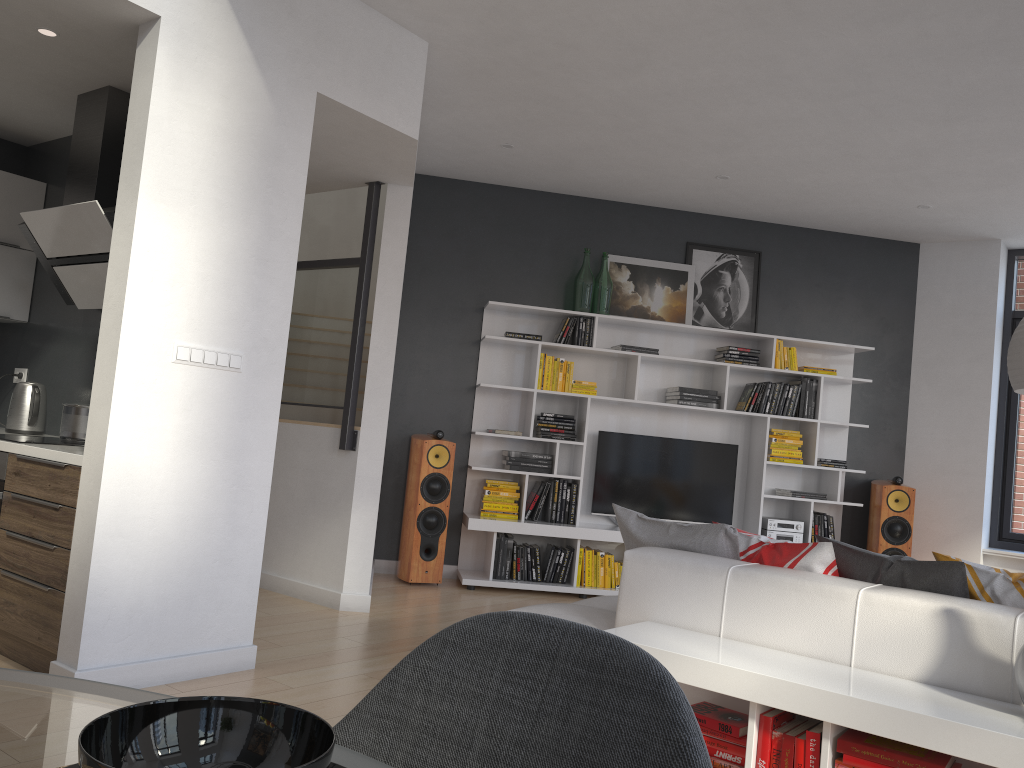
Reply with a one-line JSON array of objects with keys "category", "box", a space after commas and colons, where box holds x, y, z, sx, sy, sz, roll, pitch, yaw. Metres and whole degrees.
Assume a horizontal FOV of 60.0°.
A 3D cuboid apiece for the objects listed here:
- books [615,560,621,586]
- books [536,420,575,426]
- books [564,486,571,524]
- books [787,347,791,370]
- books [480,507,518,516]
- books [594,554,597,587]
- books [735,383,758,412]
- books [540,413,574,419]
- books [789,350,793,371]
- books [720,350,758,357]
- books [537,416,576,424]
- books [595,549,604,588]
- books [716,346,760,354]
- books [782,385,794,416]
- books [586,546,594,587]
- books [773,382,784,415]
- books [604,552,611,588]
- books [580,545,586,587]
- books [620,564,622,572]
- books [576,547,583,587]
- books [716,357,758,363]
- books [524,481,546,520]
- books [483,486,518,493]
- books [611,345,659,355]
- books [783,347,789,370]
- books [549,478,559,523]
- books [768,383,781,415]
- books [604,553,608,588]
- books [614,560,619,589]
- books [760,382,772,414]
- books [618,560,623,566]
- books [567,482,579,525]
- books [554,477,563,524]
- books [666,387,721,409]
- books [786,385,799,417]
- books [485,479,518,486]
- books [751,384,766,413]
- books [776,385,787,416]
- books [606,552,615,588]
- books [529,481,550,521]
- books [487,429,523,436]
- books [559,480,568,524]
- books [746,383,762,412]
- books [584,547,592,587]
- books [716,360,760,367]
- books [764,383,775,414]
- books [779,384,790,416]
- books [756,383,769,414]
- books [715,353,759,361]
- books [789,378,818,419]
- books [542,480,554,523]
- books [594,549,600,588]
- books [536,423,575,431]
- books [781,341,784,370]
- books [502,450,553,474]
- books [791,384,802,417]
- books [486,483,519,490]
[{"category": "books", "box": [0.770, 1.387, 6.459, 0.046, 0.187, 0.134, 6, -4, -8]}, {"category": "books", "box": [0.321, 0.292, 6.588, 0.264, 0.020, 0.189, 6, -4, -4]}, {"category": "books", "box": [0.391, 0.890, 6.568, 0.028, 0.272, 0.200, 6, -4, -8]}, {"category": "books", "box": [2.097, -0.188, 6.805, 0.044, 0.178, 0.128, 6, -4, -8]}, {"category": "books", "box": [-0.099, 0.933, 6.507, 0.269, 0.025, 0.213, 6, -4, -5]}, {"category": "books", "box": [0.586, 1.348, 6.441, 0.042, 0.230, 0.156, 6, -4, -9]}, {"category": "books", "box": [1.794, 0.106, 6.792, 0.104, 0.234, 0.182, 6, -4, -8]}, {"category": "books", "box": [0.334, 0.239, 6.585, 0.246, 0.026, 0.180, 6, -4, 0]}, {"category": "books", "box": [2.115, -0.177, 6.796, 0.046, 0.161, 0.108, 6, -4, -9]}, {"category": "books", "box": [1.741, -0.228, 6.816, 0.246, 0.026, 0.180, 6, -4, -5]}, {"category": "books", "box": [0.326, 0.268, 6.609, 0.284, 0.030, 0.214, 6, -4, 1]}, {"category": "books", "box": [0.631, 1.341, 6.463, 0.055, 0.252, 0.185, 6, -4, -9]}, {"category": "books", "box": [1.740, -0.254, 6.829, 0.266, 0.030, 0.209, 7, -4, -14]}, {"category": "books", "box": [2.083, 0.132, 6.821, 0.071, 0.243, 0.179, 6, -4, -9]}, {"category": "books", "box": [0.568, 1.328, 6.457, 0.038, 0.267, 0.202, 6, -4, -7]}, {"category": "books", "box": [2.012, 0.118, 6.826, 0.066, 0.260, 0.197, 6, -4, -8]}, {"category": "books", "box": [0.685, 1.355, 6.470, 0.043, 0.235, 0.171, 6, -4, -10]}, {"category": "books", "box": [0.503, 1.317, 6.444, 0.048, 0.271, 0.213, 6, -4, -8]}, {"category": "books", "box": [0.789, 1.398, 6.449, 0.049, 0.169, 0.113, 6, -4, -9]}, {"category": "books", "box": [0.468, 1.312, 6.419, 0.029, 0.270, 0.204, 6, -4, -8]}, {"category": "books", "box": [1.729, -0.175, 6.819, 0.264, 0.020, 0.189, 6, -4, -9]}, {"category": "books", "box": [0.148, 0.859, 6.550, 0.142, 0.284, 0.232, 6, -4, -8]}, {"category": "books", "box": [-0.079, 0.775, 6.534, 0.238, 0.023, 0.167, 5, -4, 8]}, {"category": "books", "box": [0.922, -0.247, 6.700, 0.310, 0.047, 0.250, 7, -4, -12]}, {"category": "books", "box": [2.076, -0.190, 6.810, 0.054, 0.180, 0.132, 6, -4, -8]}, {"category": "books", "box": [0.298, 0.860, 6.560, 0.034, 0.314, 0.237, 6, -4, -8]}, {"category": "books", "box": [1.979, 0.119, 6.821, 0.084, 0.249, 0.191, 6, -4, -8]}, {"category": "books", "box": [0.664, 1.349, 6.447, 0.043, 0.240, 0.169, 6, -4, -9]}, {"category": "books", "box": [0.748, 1.385, 6.463, 0.056, 0.188, 0.138, 6, -4, -8]}, {"category": "books", "box": [1.915, 0.110, 6.814, 0.075, 0.254, 0.192, 6, -4, -9]}, {"category": "books", "box": [0.813, 1.389, 6.468, 0.067, 0.193, 0.148, 6, -4, -7]}, {"category": "books", "box": [0.431, 0.883, 6.576, 0.051, 0.297, 0.230, 6, -4, -8]}, {"category": "books", "box": [0.330, 0.858, 6.568, 0.026, 0.326, 0.237, 6, -4, -8]}, {"category": "books", "box": [1.378, 0.111, 6.767, 0.343, 0.137, 0.277, 7, -4, -13]}, {"category": "books", "box": [2.120, 0.134, 6.837, 0.084, 0.249, 0.191, 6, -4, -8]}, {"category": "books", "box": [-0.079, 0.727, 6.557, 0.234, 0.024, 0.171, 6, -4, -4]}, {"category": "books", "box": [1.859, 0.113, 6.792, 0.081, 0.233, 0.169, 6, -4, -9]}, {"category": "books", "box": [2.037, 0.129, 6.801, 0.069, 0.242, 0.172, 6, -4, -7]}, {"category": "books", "box": [0.715, 1.359, 6.483, 0.056, 0.235, 0.172, 6, -4, -9]}, {"category": "books", "box": [0.202, 0.861, 6.539, 0.100, 0.289, 0.210, 6, -4, -9]}, {"category": "books", "box": [-0.056, 0.357, 6.520, 0.209, 0.030, 0.266, 7, -4, -14]}, {"category": "books", "box": [0.359, 0.867, 6.572, 0.034, 0.315, 0.239, 6, -4, -8]}, {"category": "books", "box": [1.827, 0.111, 6.801, 0.096, 0.234, 0.187, 6, -4, -7]}, {"category": "books", "box": [0.537, 1.328, 6.454, 0.066, 0.258, 0.198, 6, -4, -8]}, {"category": "books", "box": [1.728, -0.150, 6.814, 0.284, 0.030, 0.214, 6, -4, -4]}, {"category": "books", "box": [1.942, 0.119, 6.811, 0.068, 0.243, 0.179, 6, -4, -9]}, {"category": "books", "box": [2.056, 0.125, 6.830, 0.075, 0.254, 0.192, 6, -4, -9]}, {"category": "books", "box": [1.896, 0.113, 6.784, 0.069, 0.242, 0.172, 6, -4, -7]}, {"category": "books", "box": [1.732, -0.199, 6.841, 0.284, 0.030, 0.214, 6, -4, -4]}, {"category": "books", "box": [2.248, 0.119, 6.885, 0.128, 0.321, 0.259, 6, -4, -8]}, {"category": "books", "box": [0.266, 0.864, 6.550, 0.028, 0.301, 0.213, 6, -4, -8]}, {"category": "books", "box": [0.608, 1.337, 6.449, 0.041, 0.252, 0.180, 6, -4, -8]}, {"category": "books", "box": [0.320, 0.317, 6.583, 0.284, 0.030, 0.214, 6, -4, 1]}, {"category": "books", "box": [2.044, -0.215, 6.828, 0.054, 0.224, 0.164, 6, -4, -9]}, {"category": "books", "box": [0.107, 0.576, 6.565, 0.343, 0.137, 0.277, 6, -4, -8]}, {"category": "books", "box": [2.153, 0.133, 6.843, 0.066, 0.260, 0.197, 6, -4, -8]}, {"category": "books", "box": [-0.068, 0.751, 6.533, 0.234, 0.024, 0.171, 6, -4, -4]}]
